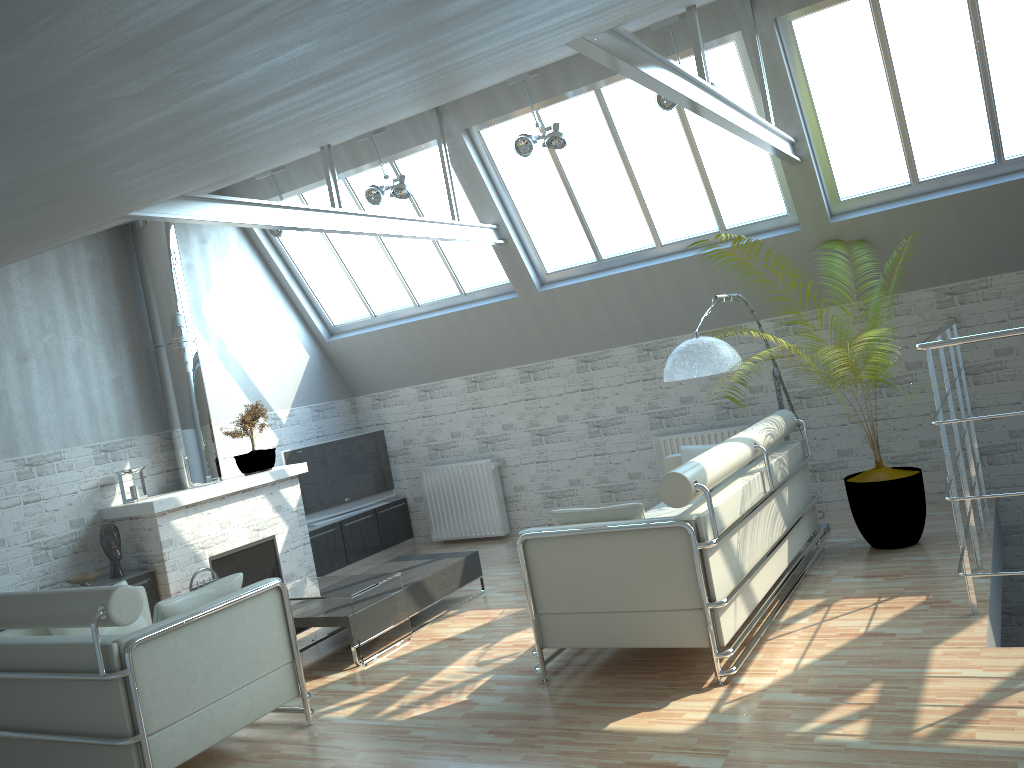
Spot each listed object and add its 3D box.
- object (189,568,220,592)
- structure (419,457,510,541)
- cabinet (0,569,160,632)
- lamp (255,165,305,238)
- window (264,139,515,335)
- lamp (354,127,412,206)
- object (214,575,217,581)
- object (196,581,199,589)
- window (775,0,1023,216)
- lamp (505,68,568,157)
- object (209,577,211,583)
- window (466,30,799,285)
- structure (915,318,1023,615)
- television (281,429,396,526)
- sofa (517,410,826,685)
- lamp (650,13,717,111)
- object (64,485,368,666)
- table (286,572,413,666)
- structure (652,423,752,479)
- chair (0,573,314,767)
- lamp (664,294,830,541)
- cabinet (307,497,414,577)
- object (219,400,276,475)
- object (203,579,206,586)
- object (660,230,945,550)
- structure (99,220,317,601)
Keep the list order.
[{"bbox_3d":[-4.630,3.361,13.520,0.412,1.124,0.584,-10,1,30],"label":"object"},{"bbox_3d":[-0.901,2.332,17.879,1.892,1.524,0.508,-10,1,30],"label":"structure"},{"bbox_3d":[-6.758,3.708,11.583,0.914,1.270,4.572,-10,1,30],"label":"cabinet"},{"bbox_3d":[-4.018,-3.169,15.335,0.808,1.172,0.619,-10,1,34],"label":"lamp"},{"bbox_3d":[-2.435,-2.670,16.794,4.651,2.787,1.897,-10,1,30],"label":"window"},{"bbox_3d":[-2.130,-3.507,14.235,0.808,1.172,0.619,-10,1,34],"label":"lamp"},{"bbox_3d":[-4.475,3.356,13.616,0.155,0.873,0.026,-10,1,31],"label":"object"},{"bbox_3d":[-4.592,3.404,13.280,0.146,0.916,0.131,-10,1,30],"label":"object"},{"bbox_3d":[6.241,-4.222,11.740,4.651,2.787,1.897,-10,1,30],"label":"window"},{"bbox_3d":[0.283,-3.938,12.829,0.808,1.172,0.618,-10,1,34],"label":"lamp"},{"bbox_3d":[-4.532,3.359,13.517,0.025,0.855,0.025,-11,1,-38],"label":"object"},{"bbox_3d":[1.903,-3.446,14.267,4.651,2.787,1.897,-10,1,30],"label":"window"},{"bbox_3d":[7.657,0.288,9.330,5.366,2.781,6.483,-10,1,30],"label":"structure"},{"bbox_3d":[-3.458,1.863,17.709,0.592,1.514,2.577,-10,1,40],"label":"television"},{"bbox_3d":[2.139,1.695,10.752,2.199,1.999,4.866,-10,1,30],"label":"sofa"},{"bbox_3d":[2.187,-4.279,11.721,0.808,1.172,0.619,-10,1,34],"label":"lamp"},{"bbox_3d":[-4.008,2.535,12.126,4.859,2.558,1.528,-10,1,29],"label":"object"},{"bbox_3d":[-2.364,3.074,11.628,1.726,0.867,1.015,-10,1,30],"label":"table"},{"bbox_3d":[3.485,1.548,15.324,1.892,1.524,0.508,-10,1,30],"label":"structure"},{"bbox_3d":[-3.768,2.813,8.905,2.507,2.001,2.201,-10,1,30],"label":"chair"},{"bbox_3d":[3.631,0.515,12.737,1.015,3.709,4.621,-10,1,36],"label":"lamp"},{"bbox_3d":[-3.326,3.126,17.679,0.908,1.016,3.234,-10,1,30],"label":"cabinet"},{"bbox_3d":[-4.619,0.940,15.476,0.572,1.265,1.115,-10,1,34],"label":"object"},{"bbox_3d":[-4.524,3.398,13.406,0.145,0.932,0.065,-10,1,11],"label":"object"},{"bbox_3d":[3.936,0.134,11.770,3.777,4.386,5.015,-10,1,5],"label":"object"},{"bbox_3d":[-5.290,0.394,14.819,1.309,7.180,3.302,-10,1,30],"label":"structure"}]
